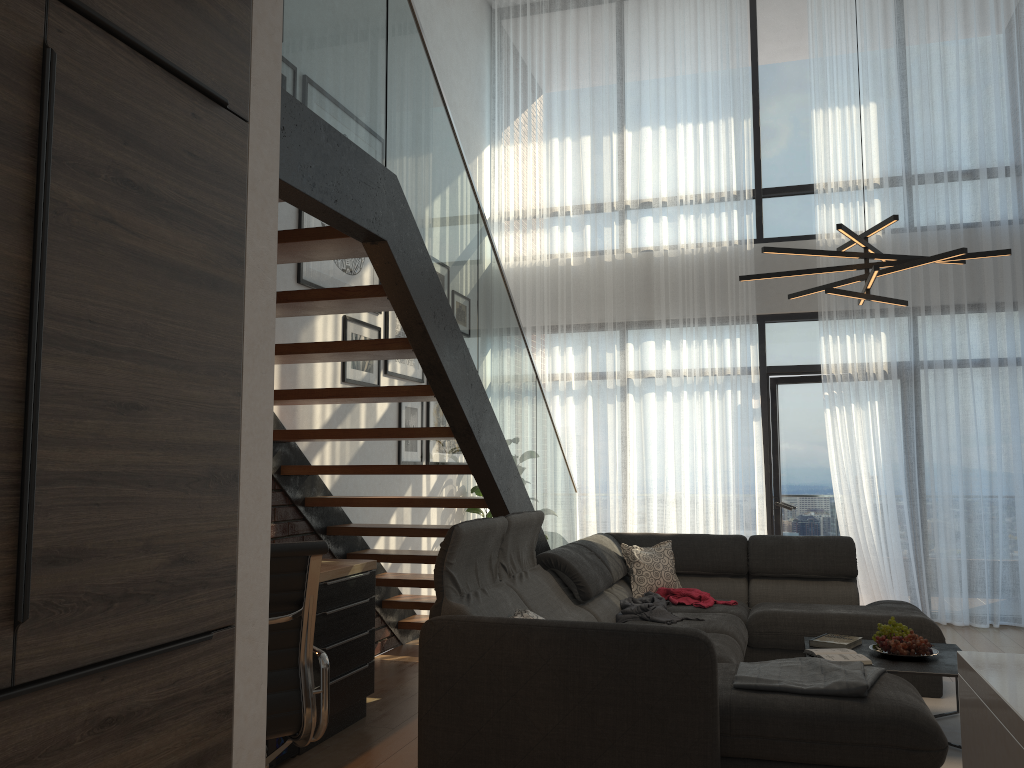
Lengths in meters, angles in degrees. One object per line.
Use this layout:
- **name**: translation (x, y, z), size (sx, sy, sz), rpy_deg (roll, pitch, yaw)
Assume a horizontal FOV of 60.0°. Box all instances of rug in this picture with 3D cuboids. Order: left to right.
- **rug**: translation (1.780, 1.559, 3.871), size (1.606, 0.013, 2.496), rpy_deg (-2, -6, 16)

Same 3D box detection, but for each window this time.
- **window**: translation (2.133, -2.426, 7.767), size (4.808, 2.500, 0.119), rpy_deg (-2, -6, 17)
- **window**: translation (2.141, 0.660, 7.467), size (4.808, 2.501, 0.119), rpy_deg (-2, -6, 17)

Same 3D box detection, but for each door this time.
- **door**: translation (2.743, 0.901, 7.373), size (1.118, 1.976, 0.206), rpy_deg (-3, -6, 27)

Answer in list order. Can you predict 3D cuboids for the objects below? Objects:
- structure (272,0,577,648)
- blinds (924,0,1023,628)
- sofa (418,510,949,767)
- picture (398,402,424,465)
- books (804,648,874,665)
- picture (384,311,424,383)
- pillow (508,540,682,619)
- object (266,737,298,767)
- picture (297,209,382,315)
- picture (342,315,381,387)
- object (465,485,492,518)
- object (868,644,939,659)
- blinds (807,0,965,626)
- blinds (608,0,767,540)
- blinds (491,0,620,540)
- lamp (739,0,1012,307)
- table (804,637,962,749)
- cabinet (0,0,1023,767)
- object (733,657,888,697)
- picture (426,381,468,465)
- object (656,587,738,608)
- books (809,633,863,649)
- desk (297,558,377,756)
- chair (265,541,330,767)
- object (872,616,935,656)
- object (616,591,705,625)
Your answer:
- **structure**: translation (-0.947, 0.051, 3.684), size (1.289, 3.460, 5.660), rpy_deg (-2, -6, 17)
- **blinds**: translation (3.814, -0.962, 6.880), size (1.163, 5.581, 0.218), rpy_deg (-2, -6, 14)
- **sofa**: translation (1.093, 1.125, 4.425), size (2.108, 0.995, 3.169), rpy_deg (-2, -6, 17)
- **picture**: translation (-0.720, 0.324, 6.322), size (0.025, 0.504, 0.410), rpy_deg (-2, -6, 17)
- **books**: translation (1.461, 1.220, 3.982), size (0.199, 0.025, 0.294), rpy_deg (0, -6, -4)
- **picture**: translation (-0.754, -0.528, 6.291), size (0.025, 0.990, 0.654), rpy_deg (-2, -6, 17)
- **pillow**: translation (0.485, 1.075, 4.503), size (0.386, 0.364, 2.734), rpy_deg (-2, -6, 20)
- **object**: translation (-1.137, 1.290, 3.682), size (0.474, 0.527, 0.215), rpy_deg (-2, -6, 17)
- **picture**: translation (-1.136, -1.377, 5.116), size (0.028, 1.678, 1.785), rpy_deg (-2, -6, 17)
- **picture**: translation (-0.949, -0.193, 5.617), size (0.025, 0.410, 0.504), rpy_deg (-2, -6, 17)
- **object**: translation (-0.043, 1.183, 7.449), size (0.528, 1.463, 0.774), rpy_deg (-4, -7, 37)
- **object**: translation (1.786, 1.224, 4.047), size (0.295, 0.026, 0.295), rpy_deg (-1, -6, 10)
- **blinds**: translation (2.940, -0.944, 7.059), size (0.858, 5.579, 0.589), rpy_deg (0, -6, -6)
- **blinds**: translation (1.411, -0.885, 7.603), size (1.374, 5.581, 0.218), rpy_deg (-2, -6, 15)
- **blinds**: translation (0.366, -0.855, 7.891), size (1.223, 5.581, 0.218), rpy_deg (-2, -6, 14)
- **lamp**: translation (1.682, -2.212, 4.377), size (1.200, 3.645, 0.831), rpy_deg (-3, -6, 27)
- **table**: translation (1.716, 1.400, 4.052), size (0.700, 0.323, 0.700), rpy_deg (-2, -6, 17)
- **cabinet**: translation (0.708, 0.035, 0.489), size (3.495, 2.401, 2.401), rpy_deg (-2, -6, 17)
- **object**: translation (1.121, 1.223, 3.341), size (0.548, 0.369, 0.685), rpy_deg (-3, -6, 24)
- **picture**: translation (-0.504, 0.149, 7.048), size (0.025, 0.990, 0.871), rpy_deg (-2, -6, 17)
- **object**: translation (1.032, 1.261, 5.272), size (0.323, 0.077, 0.536), rpy_deg (4, -7, -39)
- **books**: translation (1.568, 1.247, 4.289), size (0.179, 0.029, 0.225), rpy_deg (-5, -7, 40)
- **desk**: translation (-1.261, 1.151, 3.385), size (0.610, 0.750, 2.182), rpy_deg (-2, -6, 17)
- **chair**: translation (-0.899, 0.942, 2.514), size (0.651, 0.991, 0.700), rpy_deg (4, -7, -39)
- **object**: translation (1.791, 1.153, 4.046), size (0.256, 0.173, 0.279), rpy_deg (-2, -6, 14)
- **object**: translation (0.735, 1.255, 4.931), size (0.411, 0.118, 0.905), rpy_deg (1, -6, -7)
